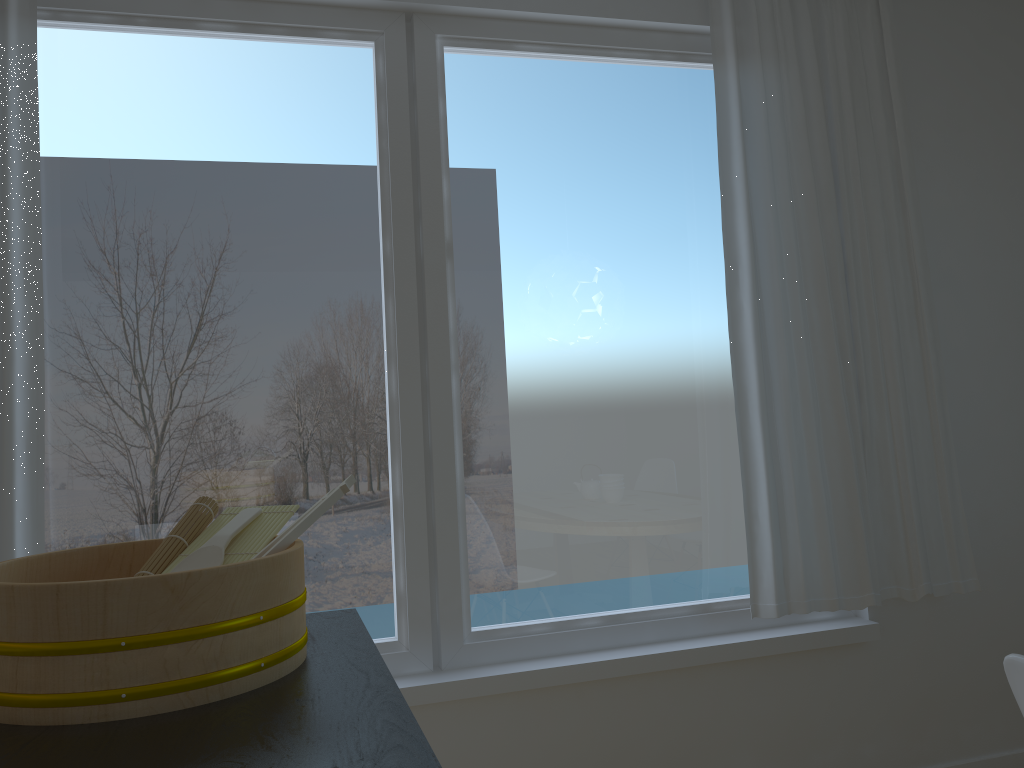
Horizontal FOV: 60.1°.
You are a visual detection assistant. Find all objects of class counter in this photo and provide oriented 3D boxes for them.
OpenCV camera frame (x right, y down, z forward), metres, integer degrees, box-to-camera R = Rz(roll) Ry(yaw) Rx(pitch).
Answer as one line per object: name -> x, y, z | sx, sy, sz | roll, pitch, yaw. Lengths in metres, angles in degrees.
counter -> -0.205, 0.315, 0.143 | 0.601, 0.040, 2.388 | -2, -2, -16

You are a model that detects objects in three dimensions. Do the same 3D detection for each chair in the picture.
chair -> 0.917, 0.772, 0.987 | 0.523, 0.907, 0.427 | -3, -5, 4

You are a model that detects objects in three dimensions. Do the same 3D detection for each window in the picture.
window -> -0.270, -0.157, 2.602 | 2.728, 1.930, 0.088 | -2, -6, -16

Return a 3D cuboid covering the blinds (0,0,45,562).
blinds -> -1.523, -0.295, 2.063 | 0.795, 2.173, 0.149 | -1, -6, -16

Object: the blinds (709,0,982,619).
blinds -> 1.038, -0.403, 2.797 | 0.795, 2.173, 0.149 | -2, -6, -16

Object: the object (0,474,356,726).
object -> -0.439, 0.241, 1.100 | 0.378, 0.215, 0.428 | -4, -3, 12
